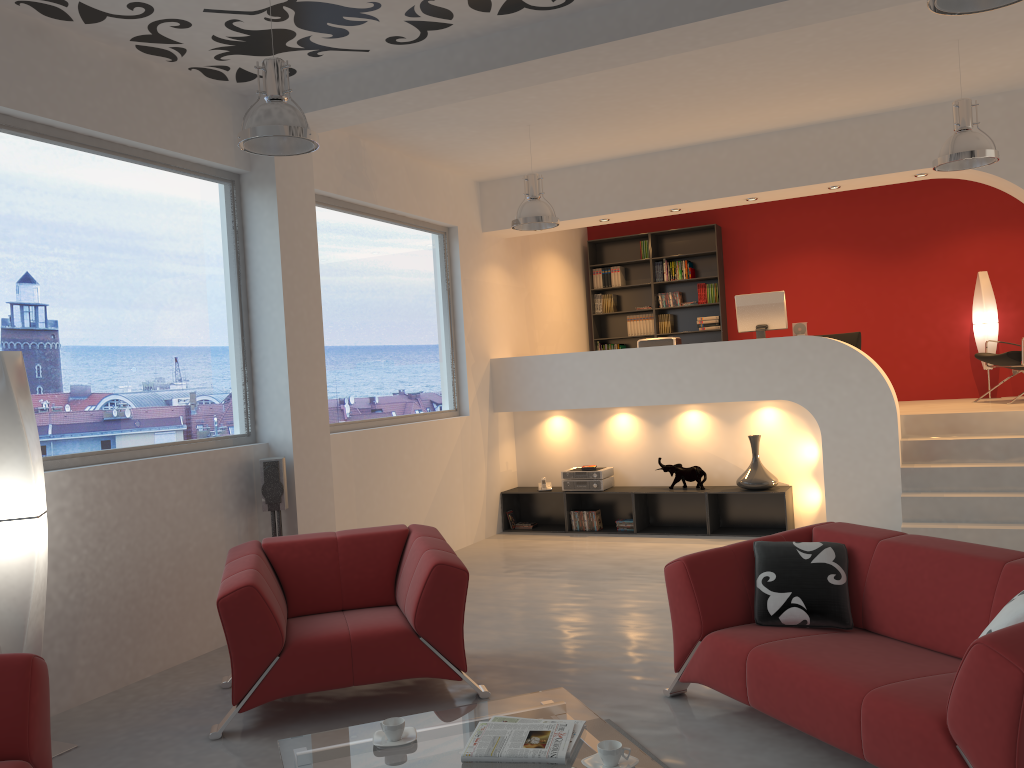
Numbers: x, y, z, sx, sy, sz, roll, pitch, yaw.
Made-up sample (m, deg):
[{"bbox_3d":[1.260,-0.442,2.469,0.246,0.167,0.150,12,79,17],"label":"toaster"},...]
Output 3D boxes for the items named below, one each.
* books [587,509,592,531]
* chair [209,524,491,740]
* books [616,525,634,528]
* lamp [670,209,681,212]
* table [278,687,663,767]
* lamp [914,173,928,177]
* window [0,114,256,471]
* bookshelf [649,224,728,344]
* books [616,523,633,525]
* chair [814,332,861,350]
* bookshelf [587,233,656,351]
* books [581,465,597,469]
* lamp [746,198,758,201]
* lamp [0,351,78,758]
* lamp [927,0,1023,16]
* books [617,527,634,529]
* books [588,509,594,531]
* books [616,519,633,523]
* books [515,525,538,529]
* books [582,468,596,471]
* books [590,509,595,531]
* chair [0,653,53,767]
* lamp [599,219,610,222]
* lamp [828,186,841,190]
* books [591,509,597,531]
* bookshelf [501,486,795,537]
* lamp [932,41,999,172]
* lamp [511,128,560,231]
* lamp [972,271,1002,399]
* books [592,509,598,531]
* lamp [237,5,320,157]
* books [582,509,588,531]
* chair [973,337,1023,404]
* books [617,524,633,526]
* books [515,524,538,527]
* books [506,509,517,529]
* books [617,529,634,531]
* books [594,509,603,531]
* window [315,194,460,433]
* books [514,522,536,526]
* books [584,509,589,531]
[{"bbox_3d":[0.770,1.321,8.620,0.031,0.190,0.135,-3,0,26],"label":"books"},{"bbox_3d":[-0.853,1.182,4.515,1.288,0.738,0.951,-4,0,-14],"label":"chair"},{"bbox_3d":[1.113,1.358,8.512,0.190,0.015,0.135,-3,0,31],"label":"books"},{"bbox_3d":[1.520,-1.616,8.250,0.105,0.011,0.105,-3,0,15],"label":"lamp"},{"bbox_3d":[-0.116,1.365,2.783,1.097,0.286,1.162,-4,0,-19],"label":"table"},{"bbox_3d":[3.390,-1.728,7.345,0.105,0.011,0.105,-3,0,15],"label":"lamp"},{"bbox_3d":[-2.328,-0.462,4.869,0.100,1.800,2.400,-3,0,26],"label":"window"},{"bbox_3d":[2.184,-0.780,10.838,0.816,2.213,0.305,-3,0,26],"label":"bookshelf"},{"bbox_3d":[1.110,1.328,8.504,0.190,0.015,0.135,-3,0,26],"label":"books"},{"bbox_3d":[3.263,-0.131,9.360,0.768,0.795,0.664,-4,0,-44],"label":"chair"},{"bbox_3d":[1.450,-0.736,11.193,0.816,2.213,0.305,-3,0,26],"label":"bookshelf"},{"bbox_3d":[0.753,0.813,8.670,0.135,0.015,0.190,-4,0,11],"label":"books"},{"bbox_3d":[2.149,-1.653,7.946,0.105,0.011,0.105,-3,0,15],"label":"lamp"},{"bbox_3d":[-2.181,0.747,3.900,0.313,1.779,0.313,-3,0,18],"label":"lamp"},{"bbox_3d":[1.563,-1.702,2.944,0.379,0.800,0.379,-3,0,19],"label":"lamp"},{"bbox_3d":[1.123,1.373,8.508,0.190,0.015,0.135,-3,0,26],"label":"books"},{"bbox_3d":[0.783,1.321,8.614,0.031,0.190,0.135,-3,0,26],"label":"books"},{"bbox_3d":[1.103,1.314,8.515,0.190,0.015,0.135,-3,0,21],"label":"books"},{"bbox_3d":[0.146,1.446,8.981,0.190,0.015,0.135,-3,0,26],"label":"books"},{"bbox_3d":[0.753,0.829,8.661,0.135,0.015,0.190,-4,0,6],"label":"books"},{"bbox_3d":[0.797,1.320,8.607,0.031,0.190,0.135,-3,0,26],"label":"books"},{"bbox_3d":[-1.945,1.261,2.535,0.951,0.738,1.288,-4,0,-14],"label":"chair"},{"bbox_3d":[0.890,-1.578,8.555,0.105,0.011,0.105,-3,0,15],"label":"lamp"},{"bbox_3d":[2.778,-1.691,7.641,0.105,0.011,0.105,-3,0,15],"label":"lamp"},{"bbox_3d":[0.810,1.319,8.601,0.031,0.190,0.135,-3,0,26],"label":"books"},{"bbox_3d":[1.229,1.203,8.475,2.764,0.397,0.405,-3,0,26],"label":"bookshelf"},{"bbox_3d":[2.864,-1.797,5.646,0.379,0.800,0.379,-4,0,-3],"label":"lamp"},{"bbox_3d":[0.159,-1.635,6.954,0.379,0.800,0.379,-4,0,-3],"label":"lamp"},{"bbox_3d":[5.040,-0.518,9.424,0.237,1.349,0.237,-3,0,34],"label":"lamp"},{"bbox_3d":[0.824,1.318,8.594,0.031,0.190,0.135,-3,0,26],"label":"books"},{"bbox_3d":[-1.142,-1.539,4.253,0.379,0.800,0.379,-4,0,-35],"label":"lamp"},{"bbox_3d":[0.729,1.324,8.640,0.031,0.190,0.135,-3,0,26],"label":"books"},{"bbox_3d":[4.987,-0.235,8.590,0.768,0.795,0.664,-4,0,1],"label":"chair"},{"bbox_3d":[1.117,1.343,8.509,0.190,0.015,0.135,-3,0,26],"label":"books"},{"bbox_3d":[0.149,1.431,8.978,0.190,0.015,0.135,-3,0,26],"label":"books"},{"bbox_3d":[0.000,1.373,8.993,0.063,0.187,0.135,-3,0,26],"label":"books"},{"bbox_3d":[1.118,1.388,8.510,0.190,0.015,0.135,-3,0,21],"label":"books"},{"bbox_3d":[0.837,1.317,8.587,0.031,0.190,0.135,-3,0,26],"label":"books"},{"bbox_3d":[-1.113,-0.550,7.390,0.100,1.800,2.400,-3,0,26],"label":"window"},{"bbox_3d":[0.134,1.417,8.985,0.190,0.015,0.135,-3,0,26],"label":"books"},{"bbox_3d":[0.743,1.323,8.633,0.031,0.190,0.135,-3,0,26],"label":"books"}]
